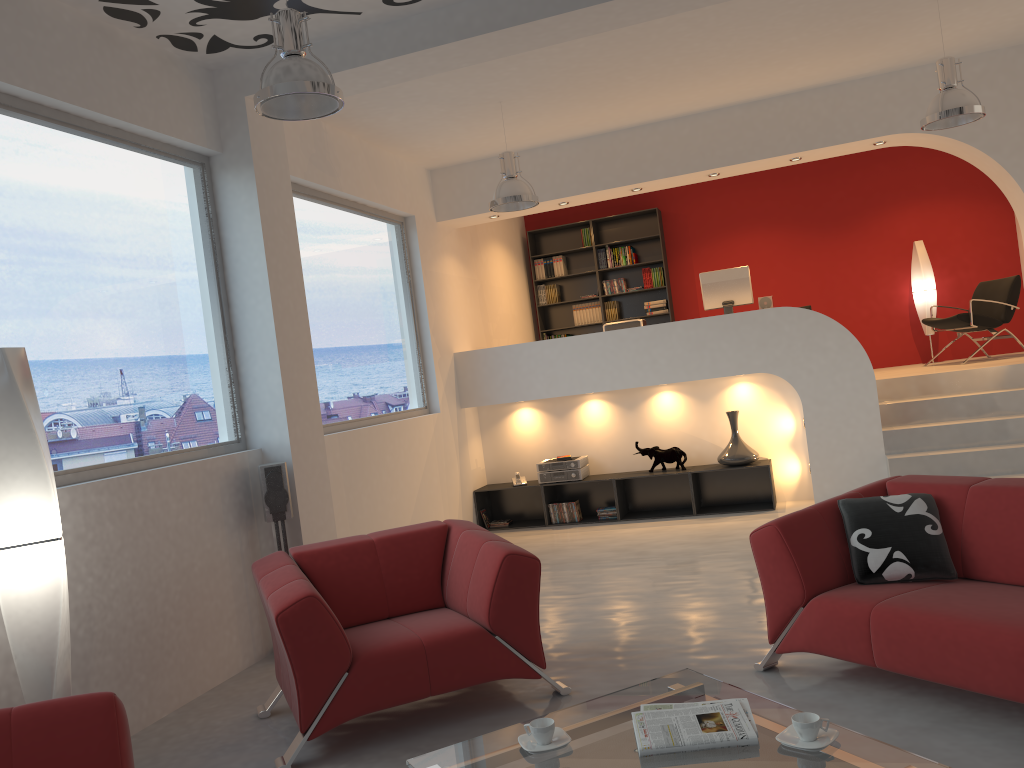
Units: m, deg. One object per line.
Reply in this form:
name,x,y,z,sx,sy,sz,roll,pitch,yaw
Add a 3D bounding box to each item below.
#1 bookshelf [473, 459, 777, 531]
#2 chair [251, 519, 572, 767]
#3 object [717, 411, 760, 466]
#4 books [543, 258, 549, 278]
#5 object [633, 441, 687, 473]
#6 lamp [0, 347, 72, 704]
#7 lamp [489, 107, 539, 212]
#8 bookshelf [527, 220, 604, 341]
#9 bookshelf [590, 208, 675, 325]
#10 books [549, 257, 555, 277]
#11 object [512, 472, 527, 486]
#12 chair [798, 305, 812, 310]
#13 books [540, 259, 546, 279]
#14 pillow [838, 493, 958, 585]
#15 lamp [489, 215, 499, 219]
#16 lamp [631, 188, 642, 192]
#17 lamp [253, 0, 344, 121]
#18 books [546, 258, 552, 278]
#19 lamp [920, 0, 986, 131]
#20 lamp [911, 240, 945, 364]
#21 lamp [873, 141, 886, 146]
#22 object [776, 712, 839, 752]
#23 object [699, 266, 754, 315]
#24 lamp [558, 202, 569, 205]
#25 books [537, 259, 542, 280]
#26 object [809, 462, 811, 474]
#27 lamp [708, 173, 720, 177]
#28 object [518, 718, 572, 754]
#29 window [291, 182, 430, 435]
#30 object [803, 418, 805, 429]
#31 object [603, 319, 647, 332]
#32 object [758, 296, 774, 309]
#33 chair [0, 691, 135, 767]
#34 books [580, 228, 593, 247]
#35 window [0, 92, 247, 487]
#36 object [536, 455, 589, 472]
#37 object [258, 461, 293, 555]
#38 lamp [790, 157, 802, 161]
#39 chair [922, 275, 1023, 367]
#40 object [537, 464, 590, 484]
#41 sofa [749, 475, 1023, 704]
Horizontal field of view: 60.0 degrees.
bookshelf,1.017,1.053,8.305,2.764,0.397,0.405,-7,0,18
chair,-0.531,1.109,4.108,1.288,0.738,0.951,-8,0,-22
object,2.007,0.485,7.954,0.369,0.481,0.369,-7,0,-17
books,0.452,-1.441,11.145,0.040,0.260,0.200,-7,0,18
object,1.372,0.659,8.195,0.507,0.296,0.191,-7,0,34
lamp,-1.795,0.752,3.329,0.313,1.779,0.313,-7,0,10
lamp,-0.035,-1.731,6.676,0.379,0.800,0.379,-7,0,-11
bookshelf,0.755,-0.855,11.041,0.816,2.213,0.305,-7,0,18
bookshelf,1.524,-0.952,10.784,0.816,2.213,0.305,-7,0,18
books,0.528,-1.451,11.120,0.040,0.260,0.200,-7,0,18
object,0.067,0.905,8.522,0.130,0.117,0.146,-7,0,-6
chair,2.826,-0.398,9.455,0.664,0.795,0.768,-7,0,38
books,0.414,-1.437,11.158,0.040,0.260,0.200,-7,0,18
pillow,1.629,0.654,3.767,0.402,0.343,0.288,-7,0,11
lamp,-0.174,-1.614,8.577,0.105,0.011,0.105,-7,0,22
lamp,1.145,-1.782,8.138,0.105,0.011,0.105,-7,0,7
lamp,-0.966,-1.592,3.828,0.379,0.800,0.379,-8,1,-43
books,0.490,-1.446,11.133,0.040,0.260,0.200,-7,0,18
lamp,2.800,-2.091,5.732,0.379,0.800,0.379,-7,0,-11
lamp,4.550,-0.900,9.752,0.237,1.349,0.237,-7,0,26
lamp,3.105,-2.030,7.485,0.105,0.011,0.105,-7,0,7
object,0.839,0.984,2.526,0.153,0.069,0.153,-7,1,45
object,2.019,-0.849,8.325,0.458,0.452,0.230,-7,0,18
lamp,0.486,-1.698,8.358,0.105,0.011,0.105,-7,0,7
books,0.376,-1.432,11.171,0.040,0.260,0.200,-7,0,18
object,2.635,0.744,7.844,0.011,0.105,0.105,-7,0,18
lamp,1.804,-1.865,7.918,0.105,0.011,0.105,-7,0,7
object,0.098,1.079,2.734,0.153,0.069,0.153,-7,0,-15
window,-1.277,-0.559,6.936,0.100,1.800,2.400,-7,0,18
object,2.584,0.348,7.841,0.011,0.105,0.105,-7,0,18
object,1.135,-0.510,8.715,0.397,0.217,0.458,-7,0,18
object,2.365,-0.740,8.270,0.133,0.147,0.151,-7,0,2
chair,-1.350,1.228,2.002,0.951,0.738,1.288,-8,0,-22
books,0.953,-1.798,10.976,0.146,0.240,0.170,-7,0,18
window,-2.147,-0.429,4.278,0.100,1.800,2.400,-7,0,18
object,0.483,0.761,8.470,0.430,0.077,0.349,-7,0,18
object,-1.329,1.016,5.174,0.214,1.112,0.229,-7,0,-17
lamp,2.464,-1.949,7.699,0.105,0.011,0.105,-7,0,7
chair,4.624,-0.627,8.917,0.768,0.795,0.664,-7,0,-7
object,0.493,0.859,8.464,0.430,0.100,0.365,-7,0,18
sofa,1.898,0.800,3.354,0.951,0.738,1.929,-8,0,-32
